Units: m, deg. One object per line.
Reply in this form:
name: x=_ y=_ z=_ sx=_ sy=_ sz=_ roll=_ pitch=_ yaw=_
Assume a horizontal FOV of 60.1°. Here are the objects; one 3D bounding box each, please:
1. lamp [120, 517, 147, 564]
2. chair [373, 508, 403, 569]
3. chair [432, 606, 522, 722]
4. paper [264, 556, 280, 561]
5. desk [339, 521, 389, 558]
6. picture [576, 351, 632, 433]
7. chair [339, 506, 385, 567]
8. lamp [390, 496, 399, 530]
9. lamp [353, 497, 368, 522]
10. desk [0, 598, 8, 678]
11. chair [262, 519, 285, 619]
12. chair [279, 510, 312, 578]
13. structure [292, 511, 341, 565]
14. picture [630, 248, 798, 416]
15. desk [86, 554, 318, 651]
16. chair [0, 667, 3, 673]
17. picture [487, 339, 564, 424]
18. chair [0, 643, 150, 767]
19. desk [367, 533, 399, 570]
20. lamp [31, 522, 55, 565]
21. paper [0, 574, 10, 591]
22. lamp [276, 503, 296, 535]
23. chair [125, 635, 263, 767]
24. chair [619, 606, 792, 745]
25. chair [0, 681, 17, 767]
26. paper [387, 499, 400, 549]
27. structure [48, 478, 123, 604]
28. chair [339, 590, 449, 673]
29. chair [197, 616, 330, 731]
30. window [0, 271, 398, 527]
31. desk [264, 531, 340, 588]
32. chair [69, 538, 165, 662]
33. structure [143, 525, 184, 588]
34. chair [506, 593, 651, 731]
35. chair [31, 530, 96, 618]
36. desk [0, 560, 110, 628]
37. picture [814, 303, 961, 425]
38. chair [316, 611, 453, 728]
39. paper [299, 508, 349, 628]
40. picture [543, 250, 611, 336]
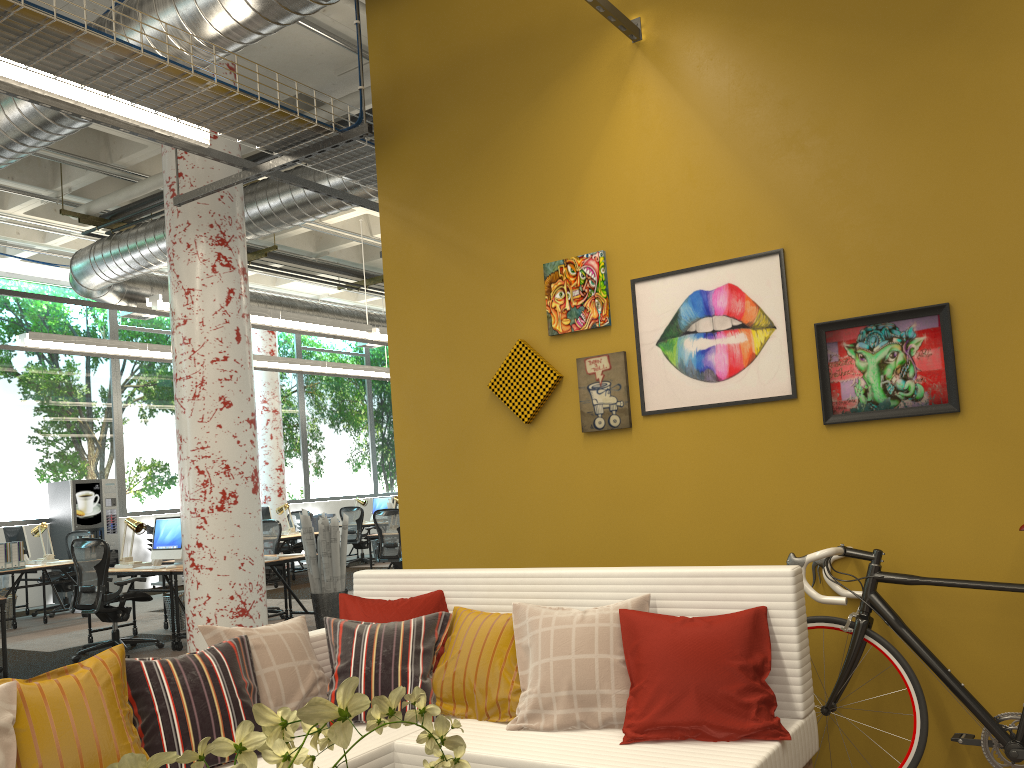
lamp: x=-3.870 y=1.659 z=8.998 sx=0.208 sy=0.609 sz=0.530 roll=-1 pitch=-5 yaw=-37
chair: x=-1.431 y=2.138 z=11.444 sx=0.771 sy=1.082 sz=0.794 roll=-6 pitch=-5 yaw=17
chair: x=-0.089 y=1.059 z=3.335 sx=0.522 sy=0.380 sz=0.367 roll=-7 pitch=-6 yaw=30
paper: x=-2.581 y=1.673 z=8.386 sx=0.569 sy=0.061 sz=0.627 roll=-8 pitch=-7 yaw=31
desk: x=-2.137 y=2.976 z=16.896 sx=1.946 sy=0.721 sz=1.402 roll=-8 pitch=-7 yaw=33
picture: x=0.432 y=0.040 z=4.166 sx=0.253 sy=0.354 sz=0.027 roll=-7 pitch=-4 yaw=33
chair: x=-2.799 y=2.774 z=16.239 sx=0.771 sy=1.082 sz=0.794 roll=-6 pitch=-5 yaw=17
lamp: x=-1.596 y=1.854 z=12.260 sx=0.218 sy=0.609 sz=0.530 roll=-1 pitch=-5 yaw=-37
lamp: x=-2.964 y=2.491 z=17.055 sx=0.218 sy=0.609 sz=0.530 roll=-1 pitch=-5 yaw=-37
desk: x=-4.722 y=1.951 z=6.187 sx=1.946 sy=0.722 sz=1.402 roll=-8 pitch=-7 yaw=33
chair: x=-2.861 y=2.060 z=9.795 sx=0.771 sy=1.082 sz=0.794 roll=-6 pitch=-5 yaw=17
chair: x=-3.744 y=2.722 z=15.146 sx=0.771 sy=1.082 sz=0.794 roll=-6 pitch=-5 yaw=17
structure: x=-3.797 y=2.993 z=17.418 sx=0.505 sy=1.054 sz=1.059 roll=-7 pitch=-5 yaw=33
picture: x=0.867 y=-0.211 z=3.887 sx=0.708 sy=0.630 sz=0.018 roll=-8 pitch=-5 yaw=33
desk: x=-3.047 y=2.144 z=8.836 sx=1.946 sy=0.721 sz=1.402 roll=-8 pitch=-7 yaw=33
chair: x=-4.536 y=1.866 z=7.146 sx=0.771 sy=1.082 sz=0.794 roll=-6 pitch=-5 yaw=17
picture: x=0.062 y=-0.012 z=4.399 sx=0.426 sy=0.423 sz=0.047 roll=-7 pitch=-5 yaw=33
chair: x=-1.352 y=1.045 z=2.627 sx=0.546 sy=0.437 sz=0.317 roll=1 pitch=-7 yaw=-44
desk: x=-0.769 y=2.340 z=12.100 sx=1.946 sy=0.721 sz=1.402 roll=-8 pitch=-7 yaw=33
lamp: x=-5.834 y=2.033 z=11.051 sx=0.218 sy=0.609 sz=0.530 roll=-1 pitch=-5 yaw=-37
paper: x=-6.983 y=2.542 z=11.920 sx=0.441 sy=1.194 sz=0.413 roll=-5 pitch=-4 yaw=11
lamp: x=-3.635 y=2.241 z=14.375 sx=0.218 sy=0.609 sz=0.530 roll=-1 pitch=-5 yaw=-37
chair: x=-1.056 y=1.093 z=2.960 sx=0.523 sy=0.406 sz=0.342 roll=0 pitch=-6 yaw=-41
chair: x=0.607 y=0.945 z=2.882 sx=0.519 sy=0.393 sz=0.335 roll=-5 pitch=-5 yaw=11
chair: x=-1.536 y=1.039 z=2.291 sx=0.524 sy=0.400 sz=0.333 roll=0 pitch=-6 yaw=-38
paper: x=-1.623 y=2.284 z=13.158 sx=0.441 sy=1.194 sz=0.413 roll=-5 pitch=-4 yaw=11
structure: x=-6.468 y=2.370 z=13.443 sx=0.640 sy=1.804 sz=0.750 roll=-7 pitch=-4 yaw=33
chair: x=-0.494 y=1.089 z=3.686 sx=0.534 sy=0.435 sz=0.288 roll=-5 pitch=-4 yaw=6
chair: x=-0.889 y=1.093 z=3.344 sx=0.335 sy=0.436 sz=0.546 roll=-8 pitch=-6 yaw=38
window: x=-8.122 y=0.137 z=11.930 sx=0.050 sy=3.749 sz=26.231 roll=-6 pitch=-6 yaw=33
desk: x=-3.930 y=2.807 z=14.187 sx=1.946 sy=0.721 sz=1.402 roll=-8 pitch=-7 yaw=33
chair: x=-3.709 y=1.942 z=8.179 sx=0.771 sy=1.082 sz=0.794 roll=-6 pitch=-5 yaw=17
structure: x=-5.590 y=2.824 z=14.709 sx=0.505 sy=1.054 sz=1.059 roll=-7 pitch=-5 yaw=33
chair: x=0.242 y=0.978 z=3.104 sx=0.526 sy=0.426 sz=0.312 roll=-5 pitch=-5 yaw=12
chair: x=-5.943 y=2.514 z=11.822 sx=0.771 sy=1.082 sz=0.794 roll=-6 pitch=-5 yaw=17
desk: x=-6.129 y=2.599 z=10.863 sx=1.946 sy=0.721 sz=1.402 roll=-8 pitch=-7 yaw=33
picture: x=1.472 y=-0.070 z=3.495 sx=0.504 sy=0.417 sz=0.042 roll=-8 pitch=-5 yaw=33
chair: x=-0.490 y=1.094 z=3.388 sx=0.516 sy=0.391 sz=0.359 roll=-4 pitch=-5 yaw=2
paper: x=-1.792 y=1.778 z=8.510 sx=0.441 sy=1.194 sz=0.413 roll=-5 pitch=-4 yaw=11
picture: x=0.310 y=-0.431 z=4.251 sx=0.332 sy=0.354 sz=0.027 roll=-7 pitch=-5 yaw=33
